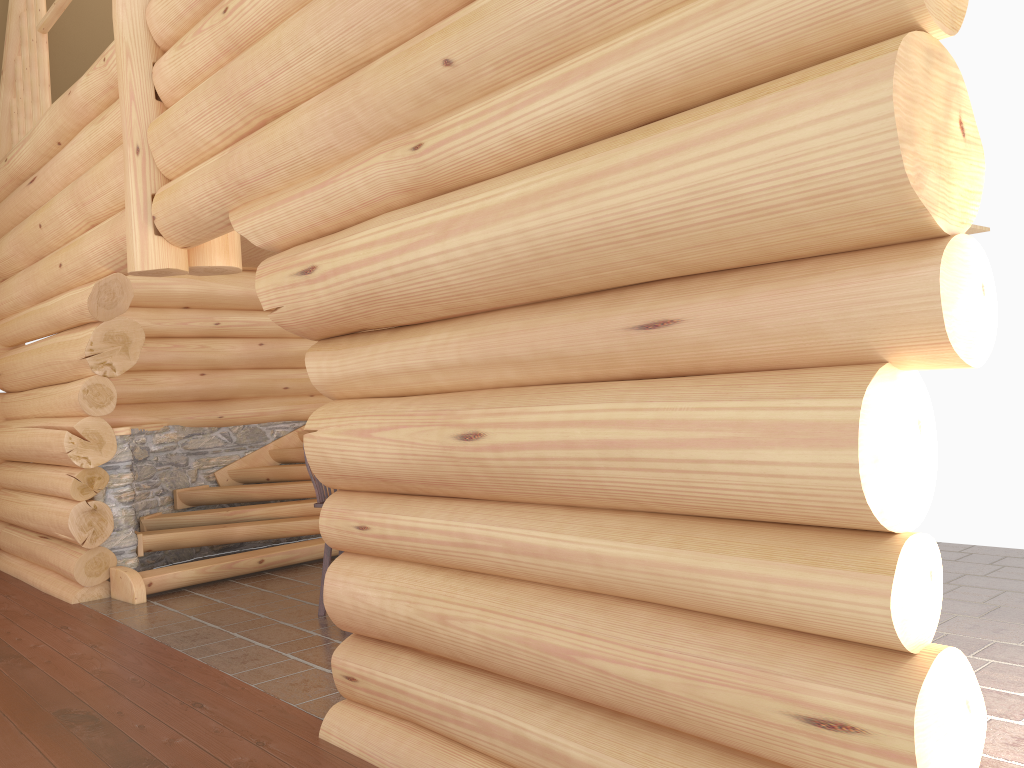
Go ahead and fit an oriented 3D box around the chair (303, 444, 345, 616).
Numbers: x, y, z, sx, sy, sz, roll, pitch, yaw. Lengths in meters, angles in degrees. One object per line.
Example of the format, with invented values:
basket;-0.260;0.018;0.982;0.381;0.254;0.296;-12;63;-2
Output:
chair;-1.283;1.097;6.875;0.504;1.319;0.406;-4;-1;17

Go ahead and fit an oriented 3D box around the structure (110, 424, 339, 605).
structure;-2.743;1.055;9.539;1.951;1.643;3.604;-4;-1;43
